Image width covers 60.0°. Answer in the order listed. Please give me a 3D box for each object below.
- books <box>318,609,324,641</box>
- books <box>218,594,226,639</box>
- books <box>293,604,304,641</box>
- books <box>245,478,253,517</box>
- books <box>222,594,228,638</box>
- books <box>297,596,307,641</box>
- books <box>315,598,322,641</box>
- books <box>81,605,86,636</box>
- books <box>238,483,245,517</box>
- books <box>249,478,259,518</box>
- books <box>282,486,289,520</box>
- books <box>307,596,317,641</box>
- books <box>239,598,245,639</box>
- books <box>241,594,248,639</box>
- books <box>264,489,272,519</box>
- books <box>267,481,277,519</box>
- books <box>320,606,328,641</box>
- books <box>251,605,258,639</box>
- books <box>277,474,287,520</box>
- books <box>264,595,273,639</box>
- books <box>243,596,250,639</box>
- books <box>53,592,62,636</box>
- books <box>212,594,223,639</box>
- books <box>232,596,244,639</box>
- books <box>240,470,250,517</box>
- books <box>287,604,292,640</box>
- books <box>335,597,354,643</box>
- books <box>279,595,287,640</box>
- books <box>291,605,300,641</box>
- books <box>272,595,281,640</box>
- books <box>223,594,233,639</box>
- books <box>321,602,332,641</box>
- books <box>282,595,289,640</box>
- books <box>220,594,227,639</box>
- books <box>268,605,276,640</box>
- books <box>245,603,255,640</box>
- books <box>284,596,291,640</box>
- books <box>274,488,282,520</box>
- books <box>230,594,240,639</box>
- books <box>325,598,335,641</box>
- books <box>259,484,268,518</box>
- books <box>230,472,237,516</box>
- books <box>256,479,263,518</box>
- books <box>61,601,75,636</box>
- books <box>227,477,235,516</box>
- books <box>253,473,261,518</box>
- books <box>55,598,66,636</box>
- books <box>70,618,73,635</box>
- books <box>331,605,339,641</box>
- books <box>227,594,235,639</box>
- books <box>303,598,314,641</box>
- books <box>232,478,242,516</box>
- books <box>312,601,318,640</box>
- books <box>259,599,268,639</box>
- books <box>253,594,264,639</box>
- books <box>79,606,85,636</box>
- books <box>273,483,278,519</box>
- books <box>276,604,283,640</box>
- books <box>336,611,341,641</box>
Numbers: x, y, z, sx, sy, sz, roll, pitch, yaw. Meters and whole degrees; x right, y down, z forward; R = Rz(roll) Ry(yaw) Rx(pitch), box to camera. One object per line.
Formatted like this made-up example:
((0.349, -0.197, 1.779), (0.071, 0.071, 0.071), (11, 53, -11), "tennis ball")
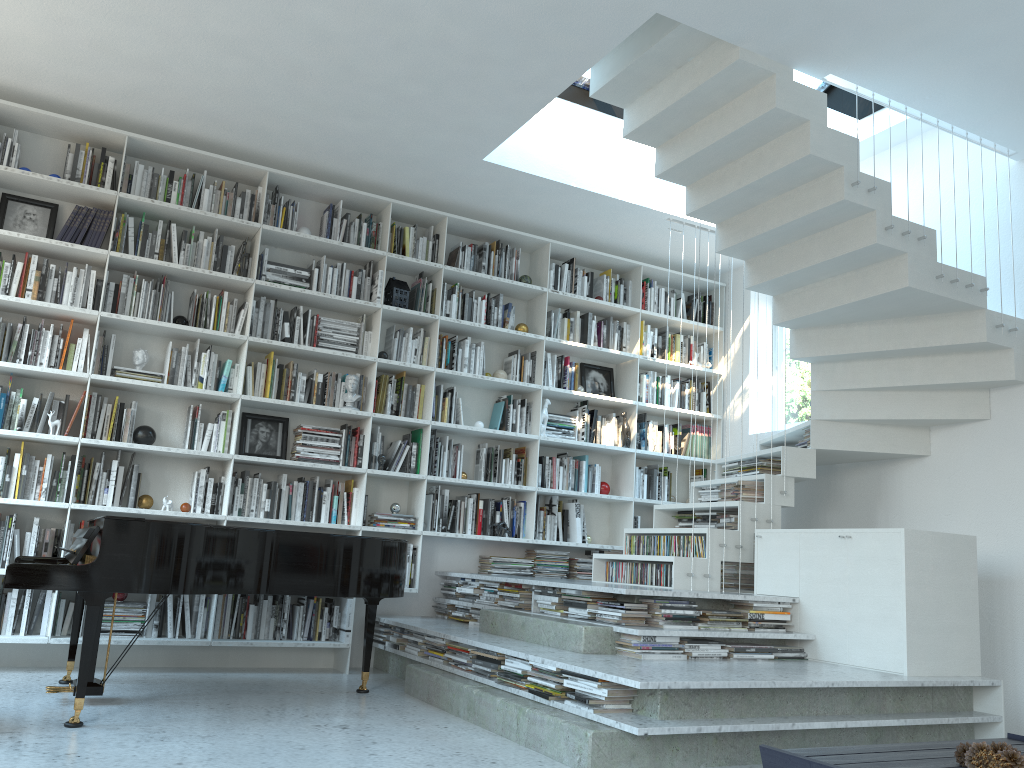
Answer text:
((-1.241, 1.525, 5.640), (0.024, 0.191, 0.155), (9, -12, -27), "books")
((-1.771, 1.381, 5.367), (0.014, 0.300, 0.184), (9, -12, -27), "books")
((-1.352, 1.495, 5.569), (0.029, 0.209, 0.170), (9, -12, -27), "books")
((-1.662, 0.716, 5.556), (0.024, 0.247, 0.132), (9, -12, -27), "books")
((-1.763, 1.409, 5.400), (0.010, 0.258, 0.131), (9, -12, -27), "books")
((-1.332, 1.457, 5.587), (0.011, 0.292, 0.184), (9, -12, -27), "books")
((-1.249, 1.489, 5.629), (0.011, 0.257, 0.171), (9, -12, -27), "books")
((-2.425, 1.285, 5.054), (0.027, 0.281, 0.129), (9, -12, -27), "books")
((-1.703, 0.726, 5.520), (0.024, 0.208, 0.170), (9, -12, -27), "books")
((-1.632, 0.718, 5.552), (0.027, 0.245, 0.179), (9, -12, -27), "books")
((-1.460, 0.762, 5.654), (0.025, 0.220, 0.140), (9, -12, -27), "books")
((-1.279, 1.453, 5.609), (0.013, 0.316, 0.186), (9, -12, -27), "books")
((-1.667, 1.432, 5.434), (0.012, 0.238, 0.129), (9, -12, -27), "books")
((-1.657, 1.417, 5.446), (0.012, 0.275, 0.154), (9, -12, -27), "books")
((-1.553, 0.759, 5.574), (0.029, 0.183, 0.175), (9, -12, -27), "books")
((-1.530, 0.738, 5.598), (0.029, 0.237, 0.166), (9, -12, -27), "books")
((-1.215, 1.520, 5.642), (0.022, 0.204, 0.191), (9, -12, -27), "books")
((-1.609, 1.465, 5.471), (0.030, 0.196, 0.143), (9, -12, -27), "books")
((-1.476, 0.722, 5.641), (0.026, 0.291, 0.152), (9, -12, -27), "books")
((-1.528, 1.445, 5.507), (0.028, 0.260, 0.132), (9, -12, -27), "books")
((-1.648, 1.429, 5.450), (0.012, 0.254, 0.151), (9, -12, -27), "books")
((-2.558, 1.290, 4.988), (0.012, 0.230, 0.138), (9, -12, -27), "books")
((-1.790, 1.399, 5.353), (0.026, 0.255, 0.183), (9, -12, -27), "books")
((-1.684, 1.426, 5.430), (0.022, 0.246, 0.144), (9, -12, -27), "books")
((-1.686, 0.692, 5.553), (0.027, 0.290, 0.141), (9, -12, -27), "books")
((-1.404, 1.491, 5.573), (0.040, 0.212, 0.129), (9, -12, -27), "books")
((-1.078, 1.498, 5.651), (0.038, 0.268, 0.277), (9, -12, -27), "books")
((-1.445, 1.417, 5.533), (0.014, 0.335, 0.183), (9, -12, -27), "books")
((-1.367, 1.493, 5.556), (0.010, 0.205, 0.180), (9, -12, -27), "books")
((-1.480, 1.437, 5.517), (0.013, 0.284, 0.185), (9, -12, -27), "books")
((-1.744, 1.408, 5.399), (0.025, 0.263, 0.145), (9, -12, -27), "books")
((-1.198, 1.515, 5.666), (0.028, 0.227, 0.162), (9, -12, -27), "books")
((-1.435, 1.443, 5.536), (0.014, 0.287, 0.185), (9, -12, -27), "books")
((-1.765, 1.366, 5.391), (0.014, 0.339, 0.140), (9, -12, -27), "books")
((-1.505, 1.477, 5.512), (0.024, 0.203, 0.144), (9, -12, -27), "books")
((-1.620, 1.452, 5.433), (0.028, 0.206, 0.175), (9, -12, -27), "books")
((-1.427, 1.461, 5.556), (0.024, 0.261, 0.131), (9, -12, -27), "books")
((-1.495, 0.763, 5.610), (0.023, 0.196, 0.165), (9, -12, -27), "books")
((-1.702, 1.389, 5.414), (0.034, 0.310, 0.170), (9, -12, -27), "books")
((-1.175, 1.503, 5.670), (0.013, 0.255, 0.176), (9, -12, -27), "books")
((-1.577, 0.739, 5.569), (0.023, 0.217, 0.174), (9, -12, -27), "books")
((-1.740, 0.686, 5.504), (0.011, 0.275, 0.146), (9, -12, -27), "books")
((-1.606, 0.726, 5.581), (0.021, 0.244, 0.141), (9, -12, -27), "books")
((-2.504, 1.319, 4.999), (0.053, 0.183, 0.148), (9, -12, -27), "books")
((-1.762, 0.700, 5.499), (0.029, 0.243, 0.154), (9, -12, -27), "books")
((-1.612, 0.702, 5.561), (0.013, 0.281, 0.166), (9, -12, -27), "books")
((-2.541, 1.308, 4.990), (0.025, 0.197, 0.160), (9, -12, -27), "books")
((-2.468, 1.301, 5.019), (0.023, 0.231, 0.164), (9, -12, -27), "books")
((-1.155, 1.524, 5.671), (0.029, 0.217, 0.191), (9, -12, -27), "books")
((-1.720, 1.373, 5.405), (0.012, 0.336, 0.144), (9, -12, -27), "books")
((-1.304, 1.480, 5.587), (0.044, 0.250, 0.187), (9, -12, -27), "books")
((-1.719, 0.708, 5.500), (0.027, 0.233, 0.168), (9, -12, -27), "books")
((-1.274, 1.497, 5.632), (0.028, 0.238, 0.140), (9, -12, -27), "books")
((-1.555, 1.454, 5.492), (0.030, 0.234, 0.138), (9, -12, -27), "books")
((-1.576, 1.420, 5.483), (0.026, 0.293, 0.155), (9, -12, -27), "books")
((-2.450, 1.308, 5.037), (0.027, 0.227, 0.139), (9, -12, -27), "books")
((-1.516, 0.746, 5.615), (0.013, 0.229, 0.139), (9, -12, -27), "books")
((-1.469, 1.476, 5.522), (0.022, 0.212, 0.167), (9, -12, -27), "books")
((-1.139, 1.547, 5.690), (0.023, 0.181, 0.149), (9, -12, -27), "books")
